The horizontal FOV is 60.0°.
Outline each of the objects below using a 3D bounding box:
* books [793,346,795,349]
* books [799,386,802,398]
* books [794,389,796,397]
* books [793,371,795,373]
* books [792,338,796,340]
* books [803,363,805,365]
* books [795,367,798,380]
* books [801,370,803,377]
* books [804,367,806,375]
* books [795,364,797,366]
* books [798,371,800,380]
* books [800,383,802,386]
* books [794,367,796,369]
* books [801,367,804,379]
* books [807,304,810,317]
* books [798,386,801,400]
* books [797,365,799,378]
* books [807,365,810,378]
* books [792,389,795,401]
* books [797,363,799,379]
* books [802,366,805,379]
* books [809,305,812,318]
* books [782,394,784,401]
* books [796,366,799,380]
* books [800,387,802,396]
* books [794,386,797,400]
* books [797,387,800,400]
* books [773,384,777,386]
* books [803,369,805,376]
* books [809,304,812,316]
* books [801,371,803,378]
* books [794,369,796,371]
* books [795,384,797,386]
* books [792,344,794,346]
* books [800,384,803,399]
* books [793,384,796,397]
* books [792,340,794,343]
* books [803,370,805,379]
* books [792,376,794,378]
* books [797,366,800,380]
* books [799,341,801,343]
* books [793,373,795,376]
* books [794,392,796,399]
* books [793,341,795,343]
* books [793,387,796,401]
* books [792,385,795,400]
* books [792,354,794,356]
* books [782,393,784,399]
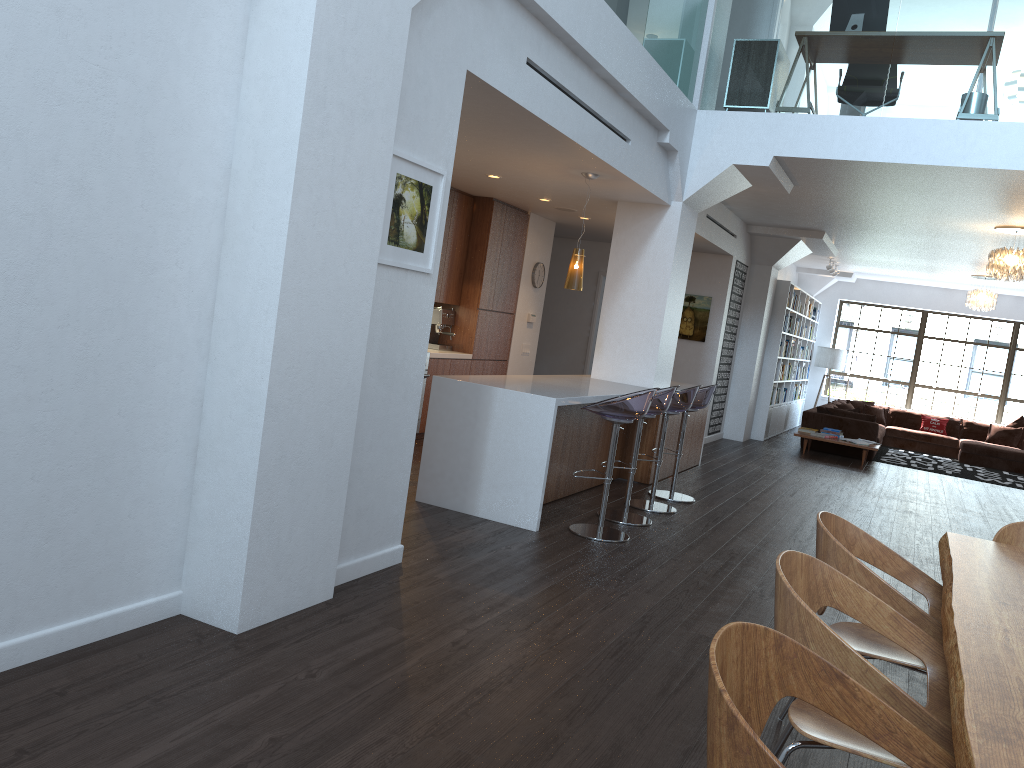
[{"bbox_3d":[4.661,-0.632,14.950,0.183,0.042,0.253,10,5,24],"label":"books"},{"bbox_3d":[5.331,0.151,16.690,0.189,0.247,0.057,10,5,24],"label":"books"},{"bbox_3d":[4.996,0.159,15.943,0.183,0.253,0.034,10,5,24],"label":"books"},{"bbox_3d":[4.786,-0.223,15.402,0.231,0.044,0.168,10,5,19],"label":"books"},{"bbox_3d":[4.526,-0.749,14.556,0.223,0.027,0.161,11,5,34],"label":"books"},{"bbox_3d":[5.289,-0.390,16.398,0.224,0.030,0.161,12,5,34],"label":"books"},{"bbox_3d":[4.956,-0.207,15.708,0.174,0.243,0.085,10,5,24],"label":"books"},{"bbox_3d":[5.271,-0.220,16.391,0.174,0.251,0.051,10,5,24],"label":"books"},{"bbox_3d":[5.481,-0.214,16.865,0.168,0.228,0.139,10,5,24],"label":"books"},{"bbox_3d":[4.817,-0.346,15.378,0.208,0.024,0.144,11,5,29],"label":"books"},{"bbox_3d":[5.151,-0.200,16.134,0.161,0.222,0.084,10,5,24],"label":"books"},{"bbox_3d":[5.372,0.128,16.726,0.140,0.298,0.044,10,5,24],"label":"books"},{"bbox_3d":[4.798,-0.297,15.394,0.223,0.032,0.161,10,5,24],"label":"books"},{"bbox_3d":[5.337,-0.220,16.552,0.171,0.246,0.036,10,5,24],"label":"books"},{"bbox_3d":[5.232,-1.319,15.879,0.171,0.246,0.057,10,5,24],"label":"books"},{"bbox_3d":[5.285,0.149,16.579,0.183,0.253,0.037,10,5,24],"label":"books"},{"bbox_3d":[5.028,-0.233,15.885,0.197,0.290,0.136,10,5,24],"label":"books"},{"bbox_3d":[5.694,-0.249,17.298,0.176,0.290,0.053,10,5,24],"label":"books"},{"bbox_3d":[4.949,0.175,15.837,0.161,0.223,0.026,10,5,24],"label":"books"},{"bbox_3d":[5.058,-0.234,15.940,0.176,0.293,0.125,10,5,24],"label":"books"},{"bbox_3d":[5.389,-0.224,16.661,0.183,0.253,0.042,10,5,24],"label":"books"},{"bbox_3d":[5.340,-1.325,16.107,0.183,0.253,0.034,10,5,24],"label":"books"},{"bbox_3d":[4.461,0.219,14.778,0.106,0.162,0.032,10,5,24],"label":"books"},{"bbox_3d":[4.997,-0.211,15.785,0.182,0.253,0.098,10,5,24],"label":"books"},{"bbox_3d":[5.409,0.149,16.860,0.171,0.246,0.057,10,5,24],"label":"books"},{"bbox_3d":[5.066,0.157,16.089,0.183,0.253,0.034,10,5,24],"label":"books"},{"bbox_3d":[5.224,0.151,16.446,0.183,0.253,0.037,10,5,24],"label":"books"},{"bbox_3d":[3.901,0.005,13.500,0.223,0.027,0.161,11,5,34],"label":"books"},{"bbox_3d":[5.419,-0.209,16.719,0.161,0.223,0.032,10,5,24],"label":"books"},{"bbox_3d":[5.283,-1.323,15.983,0.183,0.253,0.034,10,5,24],"label":"books"},{"bbox_3d":[5.302,-0.206,16.455,0.161,0.223,0.030,10,5,24],"label":"books"},{"bbox_3d":[4.785,-0.263,15.394,0.253,0.040,0.183,10,5,24],"label":"books"},{"bbox_3d":[5.075,0.137,16.123,0.176,0.290,0.036,10,5,24],"label":"books"},{"bbox_3d":[4.663,-0.669,14.955,0.161,0.033,0.223,10,5,24],"label":"books"},{"bbox_3d":[5.445,0.126,16.934,0.176,0.290,0.053,10,5,24],"label":"books"},{"bbox_3d":[4.963,0.140,15.874,0.176,0.290,0.053,10,5,24],"label":"books"},{"bbox_3d":[4.523,-0.715,14.583,0.174,0.045,0.240,10,5,24],"label":"books"},{"bbox_3d":[5.449,-0.201,16.784,0.161,0.221,0.035,10,5,24],"label":"books"},{"bbox_3d":[4.761,-0.144,15.403,0.251,0.037,0.160,11,5,29],"label":"books"},{"bbox_3d":[5.097,-0.211,16.019,0.174,0.242,0.105,10,5,24],"label":"books"},{"bbox_3d":[4.831,-0.743,15.262,0.224,0.030,0.161,12,5,34],"label":"books"},{"bbox_3d":[4.773,-0.183,15.424,0.259,0.040,0.180,10,5,24],"label":"books"},{"bbox_3d":[5.039,0.162,16.058,0.174,0.240,0.045,10,5,24],"label":"books"},{"bbox_3d":[4.683,-0.722,14.962,0.144,0.024,0.208,11,5,29],"label":"books"},{"bbox_3d":[4.979,0.158,15.914,0.183,0.253,0.034,10,5,24],"label":"books"},{"bbox_3d":[4.909,0.143,15.777,0.198,0.284,0.066,10,5,24],"label":"books"},{"bbox_3d":[4.643,-0.507,14.954,0.160,0.039,0.251,11,5,29],"label":"books"},{"bbox_3d":[4.444,0.216,14.757,0.120,0.167,0.020,10,5,24],"label":"books"}]
